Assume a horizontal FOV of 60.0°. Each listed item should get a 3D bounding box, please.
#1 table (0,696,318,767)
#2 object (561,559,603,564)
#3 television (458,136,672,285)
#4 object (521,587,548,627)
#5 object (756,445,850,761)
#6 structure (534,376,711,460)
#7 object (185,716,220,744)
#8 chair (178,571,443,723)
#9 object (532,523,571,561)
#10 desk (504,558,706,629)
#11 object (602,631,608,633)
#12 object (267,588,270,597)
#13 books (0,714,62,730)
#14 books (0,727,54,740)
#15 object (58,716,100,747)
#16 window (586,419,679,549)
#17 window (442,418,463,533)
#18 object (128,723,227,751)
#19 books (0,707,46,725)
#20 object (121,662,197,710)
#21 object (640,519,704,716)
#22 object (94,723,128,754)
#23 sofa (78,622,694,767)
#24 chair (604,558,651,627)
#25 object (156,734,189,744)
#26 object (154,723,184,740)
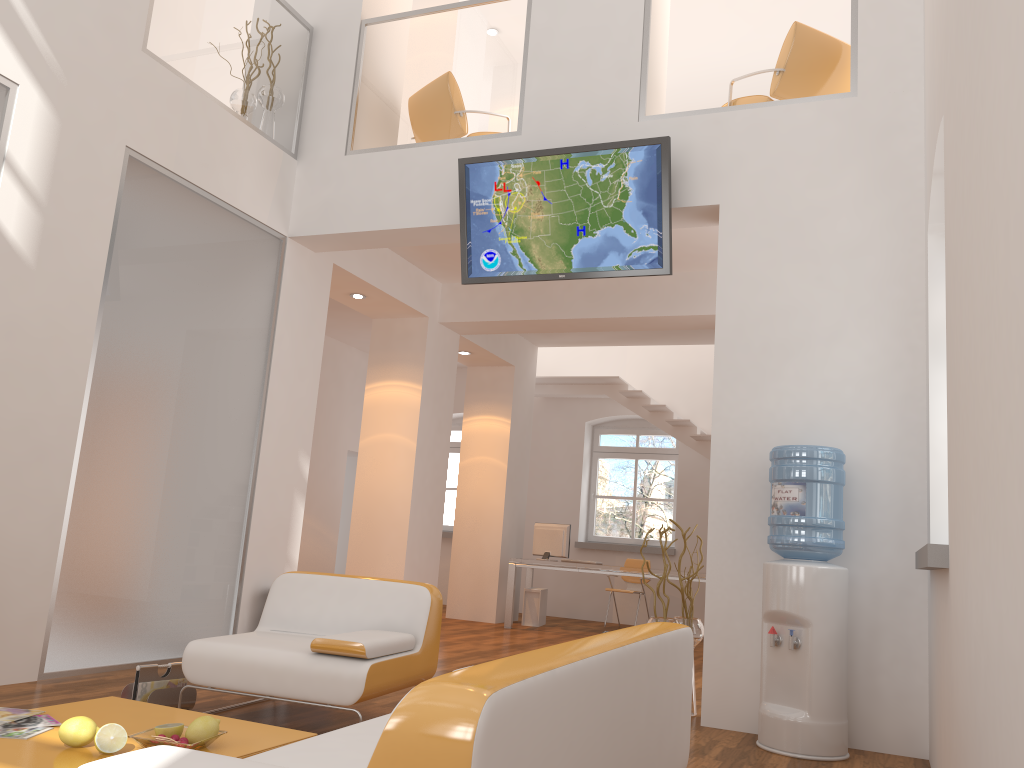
[{"bbox_3d":[-1.362,1.248,2.954,1.000,0.150,1.000,0,-11,23],"label":"table"},{"bbox_3d":[0.813,2.069,10.342,0.467,0.031,0.200,-2,-12,32],"label":"object"},{"bbox_3d":[0.308,-1.064,5.568,1.388,0.803,0.266,0,-11,23],"label":"television"},{"bbox_3d":[0.269,2.601,10.343,0.200,0.422,0.474,2,-11,13],"label":"object"},{"bbox_3d":[1.484,1.071,4.495,0.436,1.490,0.436,3,-10,8],"label":"object"},{"bbox_3d":[1.802,1.279,9.765,4.630,3.042,3.450,0,-11,23],"label":"structure"},{"bbox_3d":[-1.015,1.138,2.908,0.102,0.095,0.101,6,-10,-7],"label":"object"},{"bbox_3d":[-0.920,1.254,4.224,0.923,0.661,0.825,1,-11,18],"label":"chair"},{"bbox_3d":[0.407,1.797,10.105,0.245,0.418,0.516,12,-13,-36],"label":"object"},{"bbox_3d":[1.146,2.419,9.934,2.239,0.750,1.092,2,-11,13],"label":"desk"},{"bbox_3d":[1.056,2.790,9.958,0.054,0.035,0.115,-2,-12,32],"label":"object"},{"bbox_3d":[-1.616,1.679,6.245,0.248,0.450,0.248,9,-11,-23],"label":"object"},{"bbox_3d":[-1.684,1.152,3.018,0.249,0.004,0.171,14,-14,-43],"label":"books"},{"bbox_3d":[-1.667,1.137,2.908,0.249,0.004,0.171,5,-10,-2],"label":"books"},{"bbox_3d":[-1.367,1.096,2.798,0.105,0.091,0.103,1,-11,17],"label":"object"},{"bbox_3d":[1.680,1.340,12.094,1.308,1.737,0.142,0,-11,23],"label":"window"},{"bbox_3d":[-0.542,1.336,13.023,1.308,1.737,0.142,0,-11,23],"label":"window"},{"bbox_3d":[-1.077,1.152,2.860,0.227,0.048,0.227,2,-11,12],"label":"object"},{"bbox_3d":[-1.776,1.152,3.079,0.171,0.004,0.249,3,-10,6],"label":"books"},{"bbox_3d":[-1.628,1.406,4.107,0.189,0.217,0.281,-2,-12,32],"label":"object"},{"bbox_3d":[1.001,1.361,5.231,0.284,1.112,0.655,-5,-14,43],"label":"object"},{"bbox_3d":[-1.246,1.098,2.748,0.094,0.087,0.080,13,-13,-39],"label":"object"},{"bbox_3d":[-0.102,0.977,2.349,0.825,0.661,2.010,0,-11,21],"label":"sofa"},{"bbox_3d":[1.423,2.557,10.839,0.495,0.829,0.464,-4,-13,37],"label":"chair"},{"bbox_3d":[-1.074,1.144,2.831,0.134,0.037,0.061,-2,-12,30],"label":"object"},{"bbox_3d":[-1.130,1.151,2.917,0.091,0.065,0.092,7,-11,-15],"label":"object"}]
